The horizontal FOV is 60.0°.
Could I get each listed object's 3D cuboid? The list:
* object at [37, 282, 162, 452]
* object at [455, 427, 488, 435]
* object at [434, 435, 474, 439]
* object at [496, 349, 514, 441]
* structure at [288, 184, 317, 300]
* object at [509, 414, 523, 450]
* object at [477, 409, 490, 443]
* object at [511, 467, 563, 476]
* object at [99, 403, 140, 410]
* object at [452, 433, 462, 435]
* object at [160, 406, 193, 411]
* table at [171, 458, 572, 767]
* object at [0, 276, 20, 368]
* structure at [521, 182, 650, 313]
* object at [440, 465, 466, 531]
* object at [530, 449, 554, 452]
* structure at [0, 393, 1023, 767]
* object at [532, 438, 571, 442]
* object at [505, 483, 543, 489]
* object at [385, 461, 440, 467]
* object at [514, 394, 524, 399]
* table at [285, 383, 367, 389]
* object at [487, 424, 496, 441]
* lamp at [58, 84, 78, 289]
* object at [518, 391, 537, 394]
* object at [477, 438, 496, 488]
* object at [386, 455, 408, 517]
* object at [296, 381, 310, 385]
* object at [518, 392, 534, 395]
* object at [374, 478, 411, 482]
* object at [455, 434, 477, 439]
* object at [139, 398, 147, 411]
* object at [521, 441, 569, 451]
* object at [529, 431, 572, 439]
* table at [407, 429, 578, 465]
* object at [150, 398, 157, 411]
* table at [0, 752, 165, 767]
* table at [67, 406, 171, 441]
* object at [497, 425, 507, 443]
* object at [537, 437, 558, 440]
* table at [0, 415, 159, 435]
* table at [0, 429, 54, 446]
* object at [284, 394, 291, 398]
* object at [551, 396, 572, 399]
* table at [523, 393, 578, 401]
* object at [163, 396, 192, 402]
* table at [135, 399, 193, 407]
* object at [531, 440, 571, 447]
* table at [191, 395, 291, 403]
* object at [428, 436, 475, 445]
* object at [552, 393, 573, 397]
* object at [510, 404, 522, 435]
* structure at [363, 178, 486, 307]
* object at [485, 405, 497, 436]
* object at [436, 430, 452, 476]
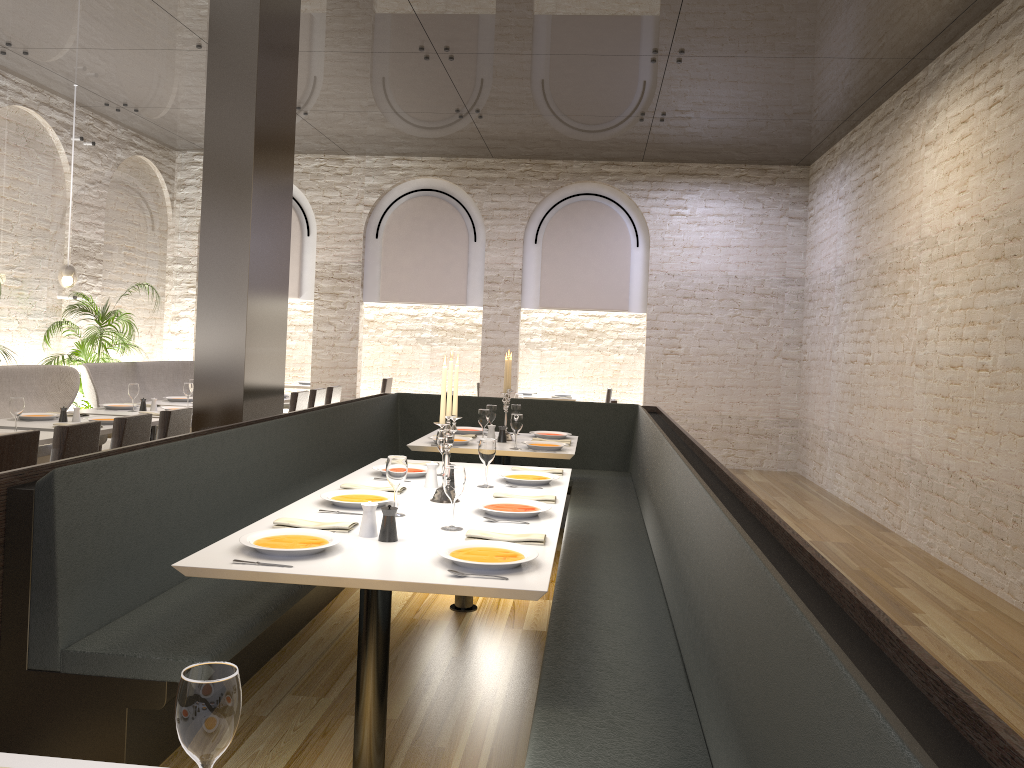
[{"bbox_3d":[-4.380,-0.135,9.412,1.144,1.974,1.189,2,1,-14],"label":"object"},{"bbox_3d":[-0.341,0.358,6.742,0.322,0.036,0.322,3,2,1],"label":"object"},{"bbox_3d":[-0.412,0.382,6.282,0.273,0.033,0.143,3,2,5],"label":"object"},{"bbox_3d":[-0.036,0.075,6.348,0.131,0.657,0.390,3,1,16],"label":"object"},{"bbox_3d":[-3.391,-1.996,11.958,1.633,1.675,0.098,3,0,5],"label":"structure"},{"bbox_3d":[0.029,0.314,5.843,0.086,0.231,0.086,3,1,41],"label":"object"},{"bbox_3d":[-0.199,0.291,6.153,0.086,0.231,0.086,3,1,41],"label":"object"},{"bbox_3d":[0.139,0.471,4.801,0.273,0.033,0.143,3,2,5],"label":"object"},{"bbox_3d":[-3.331,0.195,7.521,0.322,0.036,0.321,5,3,43],"label":"object"},{"bbox_3d":[-0.366,0.375,6.566,0.185,0.010,0.017,3,2,5],"label":"object"},{"bbox_3d":[-2.796,0.220,7.468,0.322,0.036,0.321,5,3,43],"label":"object"},{"bbox_3d":[-0.345,0.883,3.796,1.100,0.759,2.540,3,2,5],"label":"table"},{"bbox_3d":[-4.627,-0.038,6.961,1.144,1.974,1.189,2,1,-44],"label":"object"},{"bbox_3d":[0.966,-1.790,11.546,1.633,1.675,0.098,3,0,5],"label":"structure"},{"bbox_3d":[-0.216,0.418,3.254,0.086,0.231,0.086,2,1,-43],"label":"object"},{"bbox_3d":[0.199,0.432,5.757,0.181,0.015,0.038,3,2,7],"label":"object"},{"bbox_3d":[-0.468,0.826,2.226,2.372,1.000,10.754,3,3,5],"label":"structure"},{"bbox_3d":[0.287,0.409,6.365,0.273,0.033,0.143,3,2,5],"label":"object"},{"bbox_3d":[0.058,0.492,4.268,0.181,0.015,0.038,3,2,7],"label":"object"},{"bbox_3d":[-0.545,0.439,4.866,0.273,0.033,0.143,3,2,5],"label":"object"},{"bbox_3d":[0.063,0.207,8.317,0.086,0.231,0.086,3,1,35],"label":"object"},{"bbox_3d":[-2.663,0.396,12.595,0.936,0.760,1.011,3,2,5],"label":"table"},{"bbox_3d":[-0.146,0.346,6.249,0.068,0.126,0.069,2,1,-43],"label":"object"},{"bbox_3d":[-4.412,-1.976,8.877,0.177,2.040,0.178,2,0,-16],"label":"lamp"},{"bbox_3d":[0.218,0.128,12.666,0.273,0.033,0.143,3,2,5],"label":"object"},{"bbox_3d":[-0.122,0.378,4.247,0.086,0.231,0.086,3,0,17],"label":"object"},{"bbox_3d":[-0.453,0.398,3.462,0.086,0.231,0.086,3,0,5],"label":"object"},{"bbox_3d":[-2.917,-0.012,12.619,0.322,0.036,0.321,5,3,40],"label":"object"},{"bbox_3d":[0.168,0.134,12.328,0.322,0.036,0.321,5,3,40],"label":"object"},{"bbox_3d":[-0.580,0.465,4.305,0.185,0.010,0.017,3,2,5],"label":"object"},{"bbox_3d":[-0.397,0.376,6.436,0.273,0.033,0.143,3,2,5],"label":"object"},{"bbox_3d":[-3.092,0.170,7.430,0.059,0.109,0.059,3,1,41],"label":"object"},{"bbox_3d":[0.220,0.418,5.937,0.321,0.036,0.322,2,3,-19],"label":"object"},{"bbox_3d":[0.290,0.388,6.681,0.321,0.036,0.322,1,3,-36],"label":"object"},{"bbox_3d":[-0.105,0.782,6.341,1.100,0.760,1.189,3,2,5],"label":"table"},{"bbox_3d":[-3.018,0.171,7.469,0.059,0.109,0.059,3,1,41],"label":"object"},{"bbox_3d":[-0.691,1.030,0.127,1.100,0.759,2.540,3,2,5],"label":"table"},{"bbox_3d":[-3.077,0.602,7.496,0.936,0.760,1.011,3,2,5],"label":"table"},{"bbox_3d":[-0.068,0.351,6.218,0.068,0.126,0.069,2,1,-43],"label":"object"},{"bbox_3d":[0.269,0.403,6.501,0.181,0.015,0.038,3,2,7],"label":"object"},{"bbox_3d":[-3.182,0.647,6.383,0.936,0.760,1.011,3,2,5],"label":"table"},{"bbox_3d":[-3.292,0.693,5.217,0.936,0.760,1.011,3,2,5],"label":"table"},{"bbox_3d":[-2.585,0.131,9.702,0.322,0.036,0.321,5,3,43],"label":"object"},{"bbox_3d":[0.667,0.181,11.917,0.273,0.033,0.143,3,2,5],"label":"object"},{"bbox_3d":[0.421,0.542,12.303,0.936,0.760,1.011,3,2,5],"label":"table"},{"bbox_3d":[-3.227,0.151,8.619,0.322,0.036,0.321,5,3,43],"label":"object"},{"bbox_3d":[-2.973,0.558,8.595,0.936,0.760,1.011,3,2,5],"label":"table"},{"bbox_3d":[0.272,0.415,6.211,0.273,0.033,0.143,3,2,5],"label":"object"},{"bbox_3d":[-2.866,0.513,9.730,0.936,0.760,1.011,3,2,5],"label":"table"},{"bbox_3d":[-0.411,0.388,5.999,0.321,0.036,0.322,2,3,-19],"label":"object"},{"bbox_3d":[0.702,0.160,12.275,0.322,0.036,0.321,5,3,40],"label":"object"},{"bbox_3d":[0.028,0.273,6.777,0.086,0.231,0.086,2,0,-25],"label":"object"},{"bbox_3d":[-1.142,-1.890,11.745,1.633,1.675,0.098,3,0,5],"label":"structure"},{"bbox_3d":[-0.156,0.273,6.606,0.086,0.231,0.086,3,1,41],"label":"object"},{"bbox_3d":[-0.350,0.355,4.557,0.086,0.231,0.086,3,0,17],"label":"object"}]
